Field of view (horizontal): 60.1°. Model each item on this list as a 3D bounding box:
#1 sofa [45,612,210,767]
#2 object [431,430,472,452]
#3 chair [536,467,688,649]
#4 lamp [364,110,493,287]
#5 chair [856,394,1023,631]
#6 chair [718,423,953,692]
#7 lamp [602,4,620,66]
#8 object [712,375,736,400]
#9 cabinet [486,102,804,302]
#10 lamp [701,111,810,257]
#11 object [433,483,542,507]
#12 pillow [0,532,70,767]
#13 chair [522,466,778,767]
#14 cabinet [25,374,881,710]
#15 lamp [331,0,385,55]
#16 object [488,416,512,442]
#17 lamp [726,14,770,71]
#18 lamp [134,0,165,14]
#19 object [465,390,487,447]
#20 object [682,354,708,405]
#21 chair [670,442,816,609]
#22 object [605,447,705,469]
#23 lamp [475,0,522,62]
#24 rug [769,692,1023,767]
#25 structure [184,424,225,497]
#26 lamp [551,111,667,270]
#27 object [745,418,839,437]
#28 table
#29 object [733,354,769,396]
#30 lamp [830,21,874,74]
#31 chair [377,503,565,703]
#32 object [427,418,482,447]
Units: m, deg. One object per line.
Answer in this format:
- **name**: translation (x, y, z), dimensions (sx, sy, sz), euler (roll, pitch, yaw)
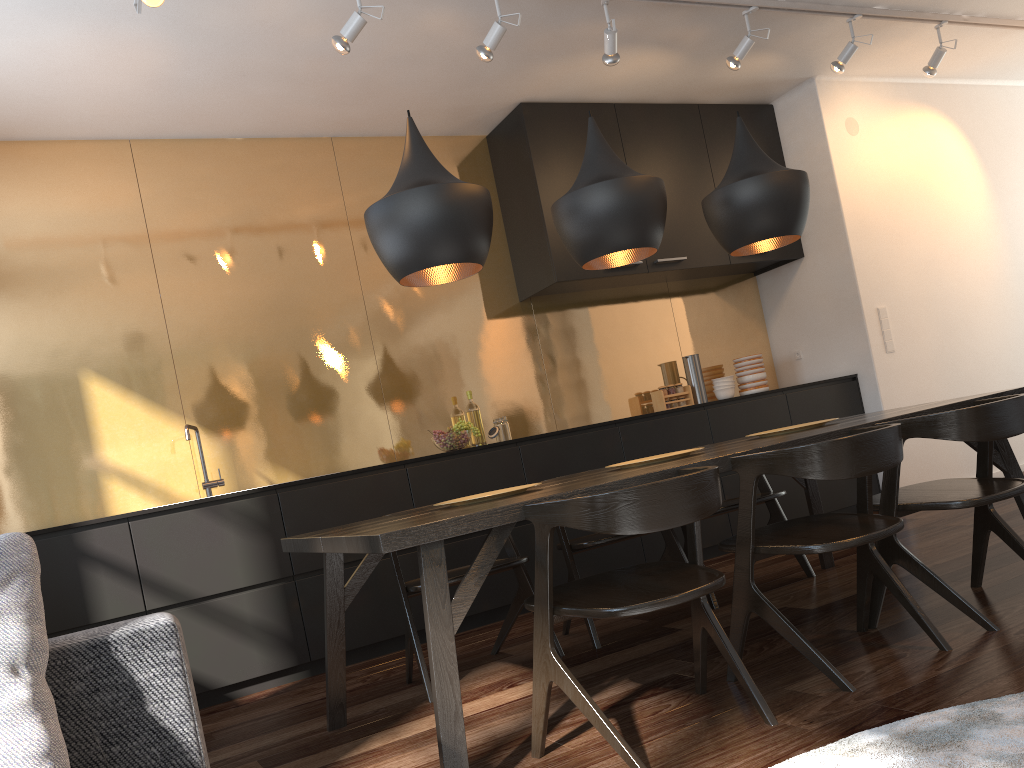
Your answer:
- **sofa**: translation (0.121, 0.456, 0.191), dimensions (2.028, 0.670, 3.094), euler (-9, -5, -28)
- **object**: translation (-0.313, 0.310, 4.678), dimensions (0.220, 0.097, 0.218), euler (-13, -4, 20)
- **chair**: translation (0.423, 0.698, 3.760), dimensions (0.590, 0.670, 0.524), euler (-10, -3, -29)
- **lamp**: translation (-0.280, -0.612, 2.835), dimensions (0.411, 0.540, 0.411), euler (-12, -2, 6)
- **chair**: translation (1.465, 0.416, 2.917), dimensions (0.590, 0.670, 0.524), euler (-10, -3, -29)
- **chair**: translation (0.930, 0.500, 2.638), dimensions (0.590, 0.670, 0.524), euler (-10, -2, -27)
- **lamp**: translation (0.696, -0.784, 4.854), dimensions (0.089, 1.843, 1.836), euler (-12, -3, 6)
- **object**: translation (1.418, 0.032, 5.899), dimensions (0.158, 0.160, 0.154), euler (-11, -3, 1)
- **cabinet**: translation (0.906, -1.195, 5.700), dimensions (1.945, 1.048, 0.535), euler (-9, -2, -27)
- **lamp**: translation (0.940, -0.805, 3.471), dimensions (0.413, 0.540, 0.410), euler (-12, -2, 20)
- **object**: translation (-0.076, 0.361, 2.837), dimensions (0.354, 0.016, 0.359), euler (-9, -5, -24)
- **pillow**: translation (-0.855, 0.434, 1.138), dimensions (0.491, 0.414, 0.289), euler (-10, -2, -28)
- **chair**: translation (0.336, 0.593, 2.322), dimensions (0.590, 0.670, 0.524), euler (-10, -3, -29)
- **cabinet**: translation (-0.043, 0.783, 4.893), dimensions (5.036, 0.899, 0.738), euler (-9, -3, -27)
- **lamp**: translation (-0.614, -1.453, 3.516), dimensions (0.252, 0.238, 0.085), euler (-12, -1, 13)
- **object**: translation (-0.068, 0.262, 5.018), dimensions (0.089, 0.151, 0.175), euler (-13, -3, 40)
- **lamp**: translation (1.188, -1.736, 4.467), dimensions (0.252, 0.239, 0.084), euler (-13, -2, 34)
- **lamp**: translation (-1.271, -1.362, 3.013), dimensions (0.084, 0.239, 0.253), euler (-11, -3, -41)
- **object**: translation (-0.218, 0.206, 5.131), dimensions (0.092, 0.339, 0.091), euler (-12, -1, 29)
- **object**: translation (1.230, -0.023, 5.874), dimensions (0.163, 0.339, 0.115), euler (-11, -1, -24)
- **chair**: translation (0.954, 0.614, 4.037), dimensions (0.590, 0.670, 0.524), euler (-10, -2, -28)
- **object**: translation (0.507, 0.268, 3.141), dimensions (0.359, 0.016, 0.354), euler (-16, -7, 43)
- **lamp**: translation (-0.058, -1.539, 3.815), dimensions (0.252, 0.239, 0.085), euler (-13, -2, 29)
- **rug**: translation (1.181, 0.619, 0.683), dimensions (2.862, 0.012, 2.821), euler (-16, -6, 42)
- **structure**: translation (-1.498, 0.385, 4.332), dimensions (0.109, 0.385, 0.267), euler (-11, -2, -12)
- **lamp**: translation (0.330, -0.709, 3.153), dimensions (0.414, 0.540, 0.408), euler (-13, -3, 39)
- **object**: translation (1.090, 0.176, 3.445), dimensions (0.354, 0.016, 0.359), euler (-9, -5, -24)
- **table**: translation (0.607, 0.601, 3.111), dimensions (2.487, 0.678, 1.116), euler (-9, -4, -27)
- **object**: translation (1.618, -0.054, 5.985), dimensions (0.199, 0.264, 0.197), euler (-13, -3, 37)
- **lamp**: translation (1.844, -1.839, 4.811), dimensions (0.253, 0.239, 0.084), euler (-14, -2, 38)
- **chair**: translation (-0.211, 0.801, 3.462), dimensions (0.589, 0.670, 0.524), euler (-10, -3, -31)
- **object**: translation (-0.304, 0.269, 4.672), dimensions (0.238, 0.172, 0.179), euler (-8, -4, -43)
